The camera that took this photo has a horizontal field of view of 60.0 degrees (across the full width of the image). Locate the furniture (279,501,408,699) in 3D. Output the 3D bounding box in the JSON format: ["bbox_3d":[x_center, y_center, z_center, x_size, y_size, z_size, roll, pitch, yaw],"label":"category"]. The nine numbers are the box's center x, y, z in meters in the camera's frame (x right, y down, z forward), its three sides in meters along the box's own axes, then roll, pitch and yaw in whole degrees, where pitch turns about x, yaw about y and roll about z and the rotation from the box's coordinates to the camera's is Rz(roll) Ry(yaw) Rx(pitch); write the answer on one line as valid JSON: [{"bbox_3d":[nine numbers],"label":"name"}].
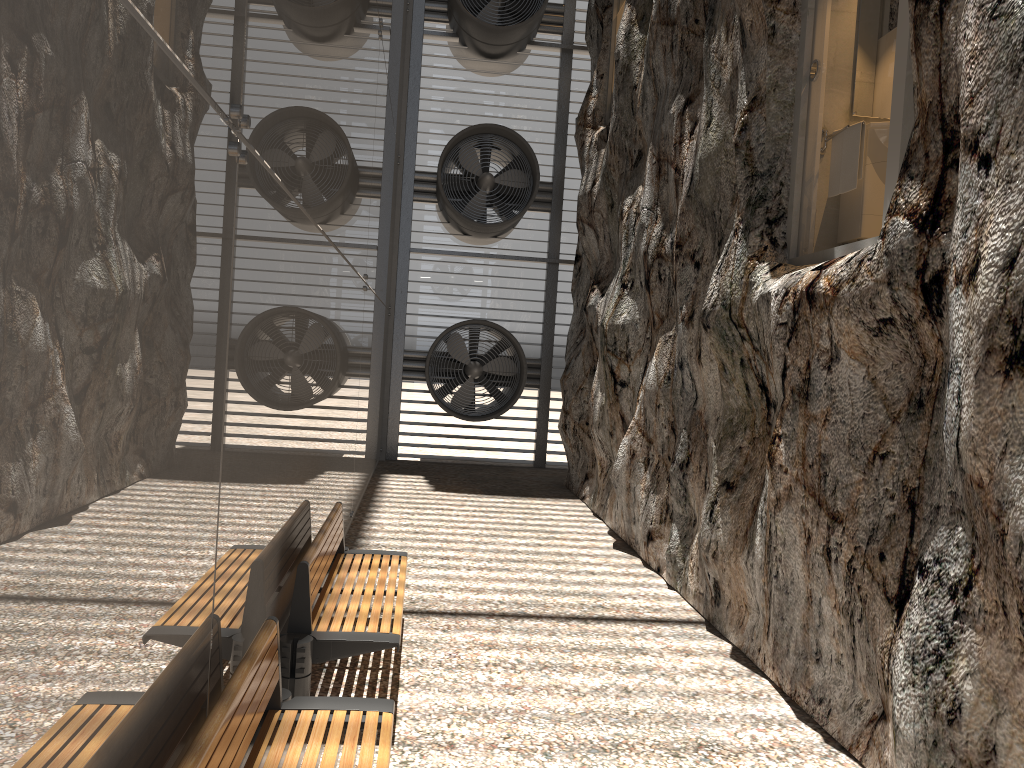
[{"bbox_3d":[-0.940,1.255,5.285,0.595,0.796,2.153,4,2,-6],"label":"furniture"}]

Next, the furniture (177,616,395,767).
[{"bbox_3d":[-0.679,1.348,2.603,0.595,0.796,2.153,4,2,-6],"label":"furniture"}]
